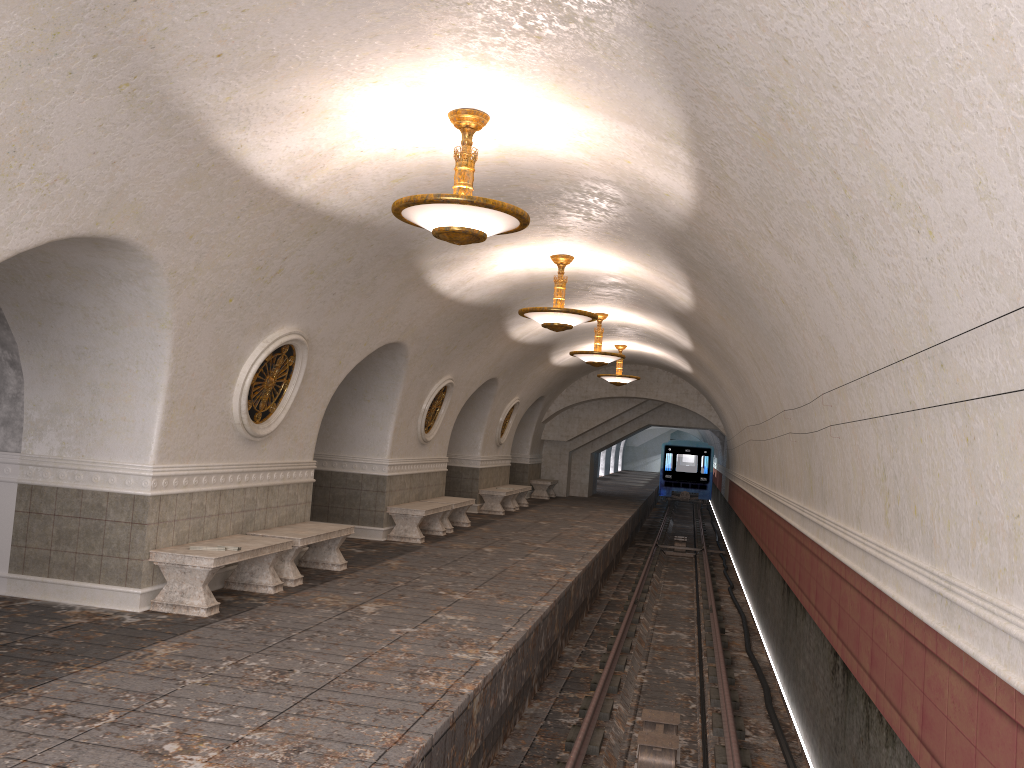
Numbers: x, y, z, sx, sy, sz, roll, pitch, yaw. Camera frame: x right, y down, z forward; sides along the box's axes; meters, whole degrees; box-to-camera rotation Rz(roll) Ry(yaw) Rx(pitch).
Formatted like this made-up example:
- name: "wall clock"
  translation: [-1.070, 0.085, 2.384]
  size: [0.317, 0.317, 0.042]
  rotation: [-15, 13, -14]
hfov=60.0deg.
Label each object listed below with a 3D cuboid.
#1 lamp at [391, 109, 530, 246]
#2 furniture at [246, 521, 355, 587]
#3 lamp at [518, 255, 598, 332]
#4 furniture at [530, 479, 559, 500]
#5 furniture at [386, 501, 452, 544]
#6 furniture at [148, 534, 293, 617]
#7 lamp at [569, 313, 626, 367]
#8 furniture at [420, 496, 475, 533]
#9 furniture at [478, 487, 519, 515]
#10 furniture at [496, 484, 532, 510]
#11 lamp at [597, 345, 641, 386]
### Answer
- name: "lamp"
  translation: [-0.351, -1.482, 6.467]
  size: [1.008, 0.955, 1.008]
  rotation: [4, -3, -4]
- name: "furniture"
  translation: [-2.325, 1.863, 9.833]
  size: [0.613, 0.508, 1.509]
  rotation: [4, -4, 12]
- name: "lamp"
  translation: [0.599, -1.128, 11.189]
  size: [1.008, 0.955, 1.008]
  rotation: [2, -4, 28]
- name: "furniture"
  translation: [0.942, 3.082, 26.067]
  size: [0.613, 0.508, 1.509]
  rotation: [4, -4, 12]
- name: "furniture"
  translation: [-1.472, 2.182, 14.076]
  size: [0.613, 0.508, 1.509]
  rotation: [4, -4, 12]
- name: "furniture"
  translation: [-2.656, 1.740, 8.189]
  size: [0.613, 0.508, 1.509]
  rotation: [4, -4, 12]
- name: "lamp"
  translation: [1.549, -0.773, 15.909]
  size: [1.008, 0.955, 1.008]
  rotation: [2, -4, 28]
- name: "furniture"
  translation: [-1.141, 2.305, 15.720]
  size: [0.613, 0.508, 1.509]
  rotation: [4, -4, 12]
- name: "furniture"
  translation: [-0.298, 2.619, 19.905]
  size: [0.613, 0.508, 1.509]
  rotation: [4, -4, 12]
- name: "furniture"
  translation: [0.033, 2.743, 21.549]
  size: [0.613, 0.508, 1.509]
  rotation: [4, -4, 12]
- name: "lamp"
  translation: [2.500, -0.419, 20.631]
  size: [1.008, 0.955, 1.008]
  rotation: [6, -4, -32]
